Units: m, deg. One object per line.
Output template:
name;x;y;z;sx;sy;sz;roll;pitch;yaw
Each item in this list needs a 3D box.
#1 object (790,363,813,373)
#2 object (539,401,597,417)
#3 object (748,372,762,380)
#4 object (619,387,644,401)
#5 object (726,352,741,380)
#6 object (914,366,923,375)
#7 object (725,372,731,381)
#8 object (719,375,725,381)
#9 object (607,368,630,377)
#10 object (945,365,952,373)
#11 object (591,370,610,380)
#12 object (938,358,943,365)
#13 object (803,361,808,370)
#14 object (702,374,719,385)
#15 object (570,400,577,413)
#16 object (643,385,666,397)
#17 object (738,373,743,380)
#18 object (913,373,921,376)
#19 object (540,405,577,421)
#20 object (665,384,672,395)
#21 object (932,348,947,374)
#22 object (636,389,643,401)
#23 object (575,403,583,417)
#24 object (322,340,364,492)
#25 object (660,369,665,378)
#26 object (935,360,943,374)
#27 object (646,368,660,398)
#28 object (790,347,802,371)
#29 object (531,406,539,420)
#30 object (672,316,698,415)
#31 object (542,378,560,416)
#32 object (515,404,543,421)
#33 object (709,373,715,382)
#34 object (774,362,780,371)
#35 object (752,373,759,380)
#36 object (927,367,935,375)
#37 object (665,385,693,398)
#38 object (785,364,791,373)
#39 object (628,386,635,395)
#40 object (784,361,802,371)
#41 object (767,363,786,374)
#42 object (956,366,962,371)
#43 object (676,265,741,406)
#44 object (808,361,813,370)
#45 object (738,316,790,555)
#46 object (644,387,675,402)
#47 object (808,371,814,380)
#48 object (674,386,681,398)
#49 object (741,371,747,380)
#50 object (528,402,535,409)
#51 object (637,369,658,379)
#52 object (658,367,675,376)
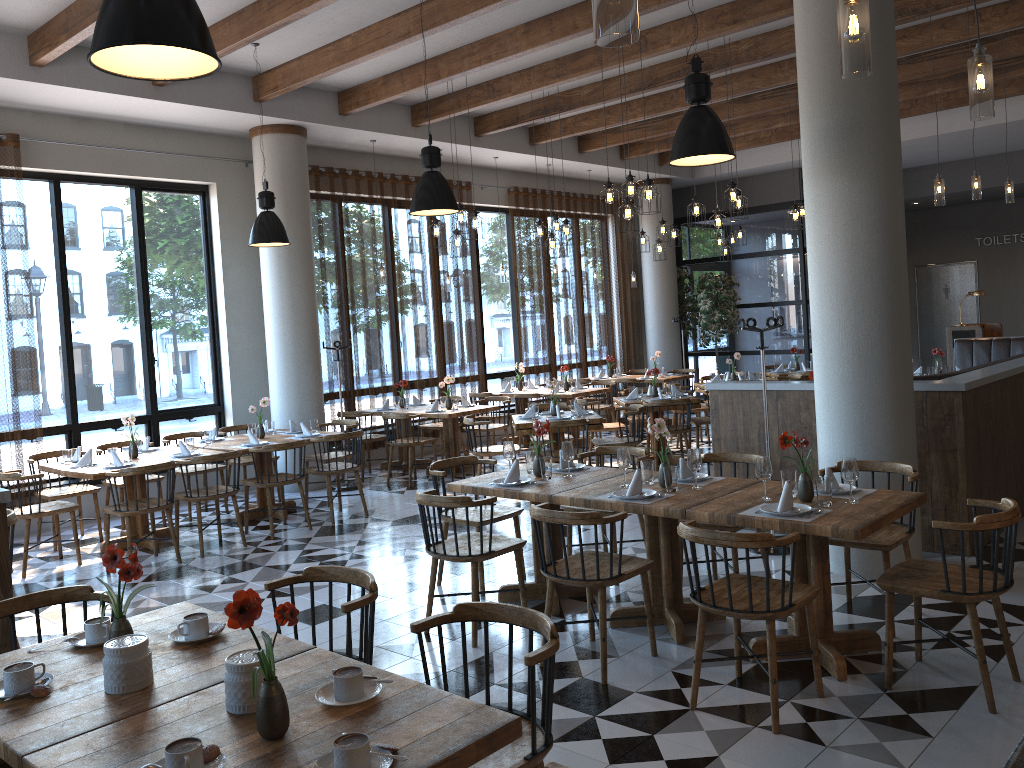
object;4.197;-0.238;12.728;0.352;0.137;0.273;-4;3;-2
object;0.541;0.243;9.049;0.582;0.137;0.578;-4;4;-2
object;3.176;-0.099;11.626;0.272;0.137;0.352;-4;4;-2
object;1.386;0.110;10.230;0.272;0.137;0.352;-4;4;-2
object;2.909;-0.211;11.588;0.207;0.399;0.146;-5;2;-36
object;4.884;-0.144;10.705;0.271;0.137;0.353;0;5;43
object;2.896;-0.098;11.881;0.352;0.137;0.273;-4;3;-2
object;2.700;-0.049;11.381;0.080;0.132;0.080;-5;2;-32
object;1.747;-0.200;14.446;0.352;0.137;0.272;0;5;43
object;5.216;-0.154;10.580;0.080;0.132;0.080;-2;3;43
object;1.391;-0.151;14.051;0.352;0.137;0.272;0;5;43
object;5.154;-0.199;10.692;0.081;0.215;0.081;-2;2;34
object;4.383;-0.281;13.223;0.080;0.132;0.080;-4;2;-22
object;2.645;-0.063;11.599;0.272;0.137;0.352;-4;4;-2
object;0.639;0.232;9.163;0.080;0.132;0.080;-3;2;8
object;1.637;0.075;10.511;0.352;0.137;0.273;-4;3;-2
object;2.925;-0.064;11.344;0.352;0.137;0.273;-4;3;-2
object;4.469;-0.051;9.770;0.080;0.132;0.080;-2;3;43
object;0.450;0.276;8.661;0.352;0.137;0.273;-4;3;-2
object;1.851;0.066;10.477;0.080;0.132;0.080;-6;3;-42
object;5.077;-0.253;10.532;0.156;0.355;0.171;-2;2;36
object;1.442;0.123;10.018;0.080;0.132;0.080;-5;2;-32
object;0.669;0.259;8.733;0.080;0.132;0.080;-3;2;8
object;-1.898;0.343;9.891;0.374;1.656;0.375;-3;2;25
object;2.296;-0.166;13.474;0.080;0.132;0.080;-3;2;28
object;4.991;-0.166;10.354;0.081;0.215;0.081;-4;2;-16
object;1.630;-0.013;10.206;0.156;0.355;0.171;-3;2;8
object;4.182;-0.367;13.028;0.156;0.355;0.171;-4;2;0
object;0.230;0.289;8.703;0.080;0.132;0.080;-3;2;18
object;2.949;-0.321;15.148;0.375;1.656;0.374;-4;2;-25
object;0.400;0.130;8.912;0.146;0.399;0.206;-5;2;-28
object;0.170;0.276;8.916;0.272;0.137;0.352;-4;4;-2
object;2.676;-0.078;11.823;0.080;0.132;0.080;-5;2;-32
object;3.950;-0.252;13.204;0.080;0.132;0.080;-3;2;18
object;3.139;-0.079;11.411;0.080;0.132;0.080;-5;2;-32
object;4.964;-0.132;10.493;0.080;0.132;0.080;-3;2;28
object;1.917;0.074;10.256;0.272;0.137;0.352;-4;4;-2
object;3.975;-0.224;12.763;0.080;0.132;0.080;-5;2;-32
object;1.418;0.095;10.459;0.080;0.132;0.080;-6;3;-42
object;4.168;-0.273;13.265;0.352;0.137;0.273;-4;3;-2
object;3.917;-0.238;12.983;0.272;0.137;0.352;-4;4;-2
object;5.264;-0.143;10.342;0.271;0.137;0.353;0;5;43
object;3.329;-0.859;15.817;1.633;2.589;1.383;-3;2;27
object;4.448;-0.273;13.010;0.272;0.137;0.352;-4;4;-2
object;1.821;0.351;6.323;0.374;1.656;0.375;-3;2;20
object;1.666;0.109;9.975;0.352;0.137;0.273;-4;3;-2
object;2.803;0.054;8.124;0.156;0.355;0.171;-5;3;-44
object;1.881;0.093;10.047;0.080;0.132;0.080;-6;3;-42
object;3.109;-0.106;11.841;0.080;0.132;0.080;-5;2;-32
object;0.205;0.261;9.144;0.080;0.132;0.080;-3;2;18
object;2.043;-0.151;13.448;0.352;0.137;0.272;0;5;43
object;2.399;-0.200;13.843;0.352;0.137;0.272;0;5;43
